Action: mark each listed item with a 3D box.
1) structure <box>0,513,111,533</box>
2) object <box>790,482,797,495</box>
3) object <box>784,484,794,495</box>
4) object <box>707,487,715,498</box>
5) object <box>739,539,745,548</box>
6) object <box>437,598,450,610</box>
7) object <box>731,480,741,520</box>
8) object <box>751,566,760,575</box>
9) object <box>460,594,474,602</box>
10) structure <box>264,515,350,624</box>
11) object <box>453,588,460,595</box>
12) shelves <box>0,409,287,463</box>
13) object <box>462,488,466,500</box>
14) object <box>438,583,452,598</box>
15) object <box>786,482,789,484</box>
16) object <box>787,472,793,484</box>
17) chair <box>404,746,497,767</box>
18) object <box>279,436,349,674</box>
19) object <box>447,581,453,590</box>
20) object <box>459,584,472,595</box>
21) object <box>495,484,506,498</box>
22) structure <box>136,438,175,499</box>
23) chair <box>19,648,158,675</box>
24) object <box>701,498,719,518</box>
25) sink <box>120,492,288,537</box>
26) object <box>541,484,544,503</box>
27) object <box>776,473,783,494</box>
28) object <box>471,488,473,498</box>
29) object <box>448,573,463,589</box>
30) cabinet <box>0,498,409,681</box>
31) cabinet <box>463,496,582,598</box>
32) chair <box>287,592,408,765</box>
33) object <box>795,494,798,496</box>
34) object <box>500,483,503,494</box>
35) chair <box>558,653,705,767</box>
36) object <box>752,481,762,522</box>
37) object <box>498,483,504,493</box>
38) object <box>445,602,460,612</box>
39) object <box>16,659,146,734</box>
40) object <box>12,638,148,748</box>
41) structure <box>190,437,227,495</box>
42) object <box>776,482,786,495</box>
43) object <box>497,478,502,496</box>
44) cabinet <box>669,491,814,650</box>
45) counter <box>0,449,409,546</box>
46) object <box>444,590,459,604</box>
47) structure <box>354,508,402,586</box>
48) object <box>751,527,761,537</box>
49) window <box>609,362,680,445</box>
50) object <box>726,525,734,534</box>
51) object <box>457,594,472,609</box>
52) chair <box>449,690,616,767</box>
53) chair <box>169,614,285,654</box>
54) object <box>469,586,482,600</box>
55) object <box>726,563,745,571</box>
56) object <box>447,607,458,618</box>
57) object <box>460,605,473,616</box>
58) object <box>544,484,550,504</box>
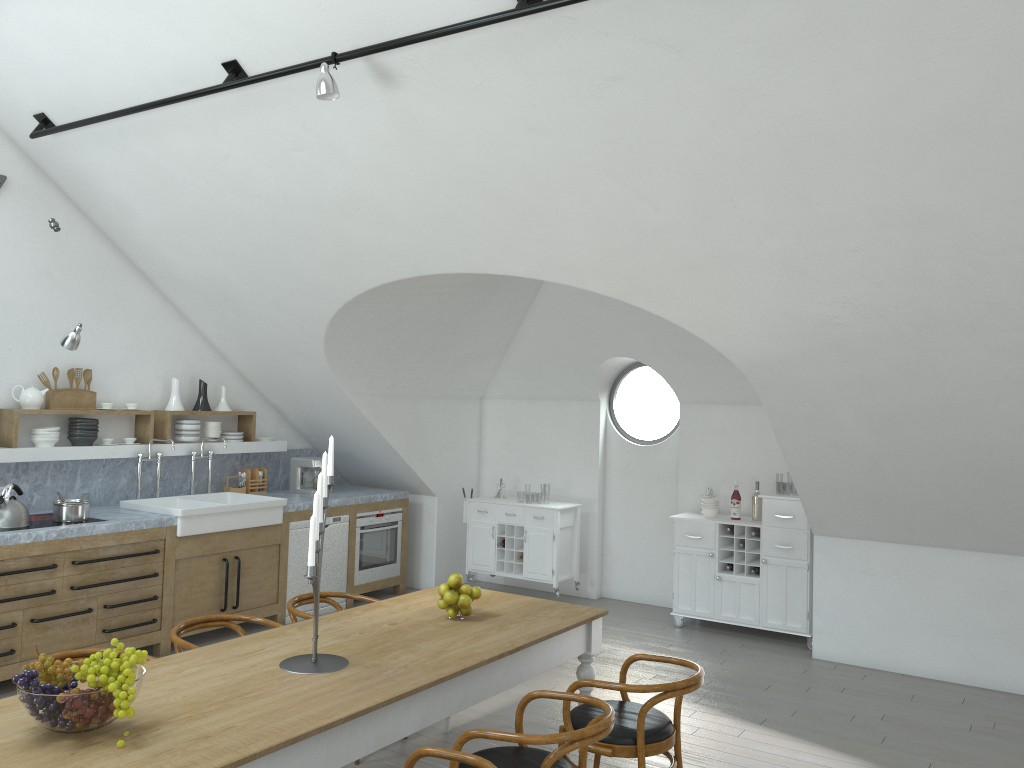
[{"bbox_3d":[-3.161,0.924,5.827,0.647,0.041,0.736,1,-1,33],"label":"structure"},{"bbox_3d":[2.299,0.854,7.227,0.071,0.099,0.071,0,-3,41],"label":"object"},{"bbox_3d":[2.233,0.857,7.176,0.077,0.085,0.077,0,-3,41],"label":"object"},{"bbox_3d":[1.717,1.013,7.764,0.115,0.209,0.065,0,-3,35],"label":"object"},{"bbox_3d":[1.947,1.315,7.329,0.085,0.085,0.330,0,-2,32],"label":"object"},{"bbox_3d":[-0.325,1.040,4.204,0.059,0.056,0.059,1,-2,27],"label":"object"},{"bbox_3d":[1.878,0.970,7.428,0.081,0.330,0.081,0,-3,29],"label":"object"},{"bbox_3d":[2.022,1.514,7.255,0.081,0.081,0.358,0,-2,31],"label":"object"},{"bbox_3d":[-0.214,1.022,4.282,0.076,0.076,0.077,2,-2,0],"label":"object"},{"bbox_3d":[-1.872,1.540,7.615,0.598,0.824,0.723,0,-3,33],"label":"structure"},{"bbox_3d":[-0.256,0.989,4.269,0.053,0.051,0.052,1,-2,4],"label":"object"},{"bbox_3d":[-3.512,-0.155,5.825,0.480,1.363,5.542,0,-2,27],"label":"shelves"},{"bbox_3d":[-0.442,1.139,8.587,0.088,0.269,0.029,1,-3,6],"label":"object"},{"bbox_3d":[-0.320,0.986,4.231,0.066,0.071,0.072,2,-2,2],"label":"object"},{"bbox_3d":[2.218,0.855,7.267,0.094,0.093,0.093,3,-2,-25],"label":"object"},{"bbox_3d":[2.291,0.814,7.297,0.054,0.179,0.054,0,-3,27],"label":"object"},{"bbox_3d":[-0.344,1.519,2.646,0.621,0.736,0.526,0,-3,33],"label":"chair"},{"bbox_3d":[-0.747,0.655,3.539,0.265,0.876,0.774,1,-2,7],"label":"object"},{"bbox_3d":[-0.286,0.973,4.312,0.062,0.060,0.062,0,-2,33],"label":"object"},{"bbox_3d":[-0.222,0.981,4.210,0.053,0.057,0.058,4,-3,-43],"label":"object"},{"bbox_3d":[-0.116,1.049,8.674,0.101,0.138,0.066,0,-3,33],"label":"object"},{"bbox_3d":[-2.712,0.686,6.862,0.332,0.530,0.213,1,-3,13],"label":"structure"},{"bbox_3d":[-1.668,1.501,3.555,0.621,0.736,0.526,0,-3,29],"label":"chair"},{"bbox_3d":[1.679,1.052,7.519,0.157,0.160,0.154,3,-2,-29],"label":"object"},{"bbox_3d":[-2.372,0.998,6.868,0.727,0.202,1.019,1,-2,33],"label":"sink"},{"bbox_3d":[0.293,1.028,8.301,0.054,0.179,0.054,1,-3,10],"label":"object"},{"bbox_3d":[2.175,0.814,7.208,0.048,0.169,0.048,3,-3,-25],"label":"object"},{"bbox_3d":[-0.396,1.140,8.558,0.029,0.269,0.088,3,-3,-31],"label":"object"},{"bbox_3d":[-0.269,0.940,4.234,0.072,0.074,0.072,0,-2,33],"label":"object"},{"bbox_3d":[-3.118,1.485,5.976,1.004,1.023,6.420,0,-2,33],"label":"cabinet"},{"bbox_3d":[0.068,1.505,8.353,1.134,0.790,0.496,0,-3,33],"label":"cabinet"},{"bbox_3d":[-0.927,1.548,4.801,0.621,0.736,0.526,0,-3,29],"label":"chair"},{"bbox_3d":[2.300,0.827,7.130,0.046,0.143,0.046,-1,-4,44],"label":"object"},{"bbox_3d":[-0.102,1.015,8.656,0.024,0.164,0.039,4,-4,-44],"label":"object"},{"bbox_3d":[0.510,1.568,3.818,0.621,0.736,0.526,0,-3,36],"label":"chair"},{"bbox_3d":[2.026,0.972,7.325,0.085,0.331,0.085,2,-3,-8],"label":"object"},{"bbox_3d":[-0.111,1.029,8.681,0.097,0.137,0.029,0,-3,36],"label":"object"},{"bbox_3d":[-0.283,1.068,4.263,0.080,0.074,0.078,2,-2,-12],"label":"object"},{"bbox_3d":[-1.325,0.980,2.729,0.360,0.160,0.359,1,-2,13],"label":"object"},{"bbox_3d":[-1.309,0.917,2.706,0.393,0.285,0.292,2,-2,-3],"label":"object"},{"bbox_3d":[-2.448,0.702,7.272,0.332,0.530,0.213,1,-3,13],"label":"structure"},{"bbox_3d":[2.165,0.844,7.125,0.082,0.105,0.081,2,-2,-19],"label":"object"},{"bbox_3d":[-0.121,1.013,8.685,0.039,0.175,0.054,0,-3,33],"label":"object"},{"bbox_3d":[1.963,1.471,7.365,1.242,1.155,0.609,0,-3,33],"label":"cabinet"},{"bbox_3d":[-3.074,0.667,6.091,0.961,0.620,6.567,1,-2,33],"label":"counter"},{"bbox_3d":[-0.286,1.003,4.167,0.071,0.064,0.072,1,-2,26],"label":"object"},{"bbox_3d":[-1.458,1.470,8.252,0.631,0.637,0.631,0,-2,33],"label":"structure"},{"bbox_3d":[2.031,1.209,7.264,0.087,0.085,0.359,0,-2,33],"label":"object"},{"bbox_3d":[1.298,0.181,8.442,0.900,0.901,0.060,0,-3,33],"label":"window"},{"bbox_3d":[1.861,1.203,7.383,0.092,0.094,0.358,0,-2,33],"label":"object"},{"bbox_3d":[-0.225,1.025,4.175,0.071,0.072,0.070,2,-2,-3],"label":"object"},{"bbox_3d":[0.062,1.543,3.248,0.621,0.736,0.526,0,-3,28],"label":"chair"},{"bbox_3d":[-1.326,1.524,4.199,0.621,0.736,0.526,0,-3,36],"label":"chair"},{"bbox_3d":[-0.175,0.999,4.241,0.063,0.063,0.062,2,-2,-5],"label":"object"},{"bbox_3d":[1.879,1.508,7.355,0.156,0.085,0.330,1,-2,34],"label":"object"},{"bbox_3d":[-0.280,1.081,4.195,0.050,0.050,0.051,0,-3,36],"label":"object"},{"bbox_3d":[-0.218,1.076,4.228,0.063,0.063,0.064,0,-3,44],"label":"object"},{"bbox_3d":[0.324,1.024,8.246,0.063,0.187,0.063,1,-3,18],"label":"object"}]
